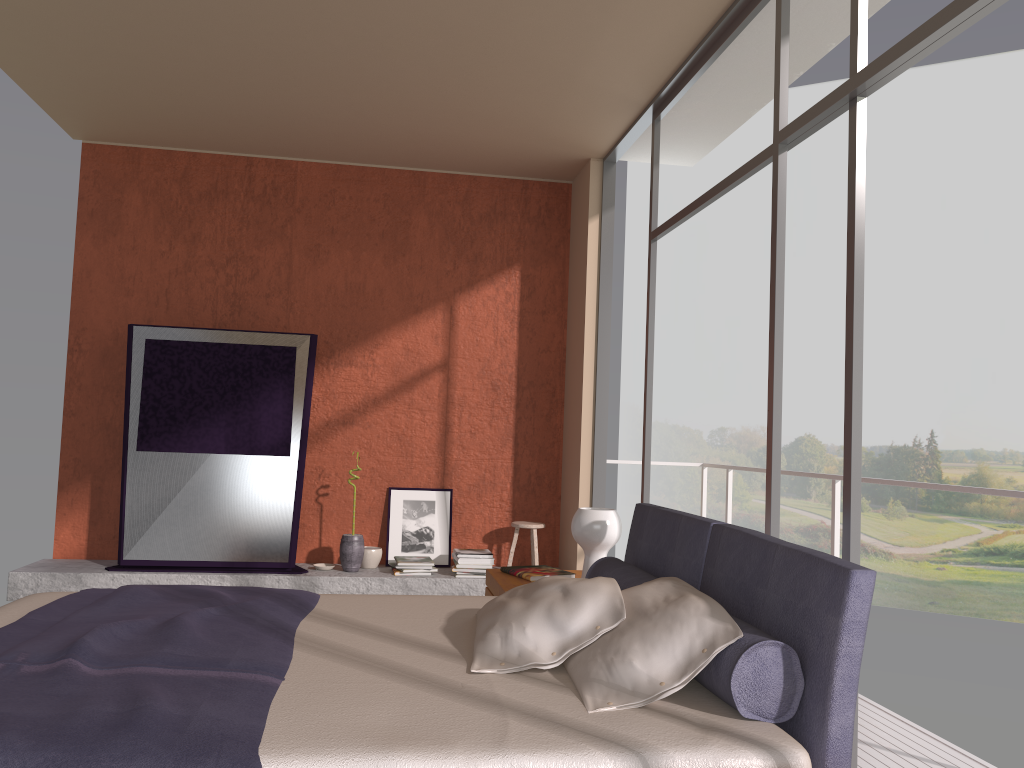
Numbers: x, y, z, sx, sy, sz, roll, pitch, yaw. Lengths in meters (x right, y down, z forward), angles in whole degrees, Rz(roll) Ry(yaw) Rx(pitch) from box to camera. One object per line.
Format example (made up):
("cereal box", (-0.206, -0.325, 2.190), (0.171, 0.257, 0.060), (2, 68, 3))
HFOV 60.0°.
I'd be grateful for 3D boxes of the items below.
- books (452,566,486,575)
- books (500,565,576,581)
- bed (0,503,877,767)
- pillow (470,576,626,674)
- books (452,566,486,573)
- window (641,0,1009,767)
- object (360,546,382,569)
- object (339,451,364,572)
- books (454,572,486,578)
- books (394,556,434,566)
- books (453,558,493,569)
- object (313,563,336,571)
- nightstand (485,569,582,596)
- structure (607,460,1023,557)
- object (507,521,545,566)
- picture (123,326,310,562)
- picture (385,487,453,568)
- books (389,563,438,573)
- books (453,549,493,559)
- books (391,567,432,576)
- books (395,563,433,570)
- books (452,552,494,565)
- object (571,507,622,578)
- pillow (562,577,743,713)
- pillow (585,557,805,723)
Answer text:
("books", (-0.272, 1.271, 6.053), (0.247, 0.018, 0.287), (3, -4, -9))
("books", (0.120, 0.885, 4.155), (0.247, 0.025, 0.287), (4, -4, -28))
("bed", (-0.535, 0.862, 2.621), (2.462, 0.959, 2.017), (3, -4, -9))
("pillow", (0.099, 0.720, 2.800), (0.431, 0.264, 0.869), (2, -4, -1))
("books", (-0.271, 1.248, 6.030), (0.247, 0.025, 0.287), (2, -4, 2))
("window", (1.231, -0.190, 2.101), (0.075, 3.133, 6.106), (3, -4, -9))
("object", (-0.993, 1.207, 6.153), (0.179, 0.137, 0.180), (2, -4, 4))
("object", (-1.068, 0.857, 5.989), (0.165, 0.810, 0.165), (1, -4, 15))
("books", (-0.272, 1.289, 6.046), (0.247, 0.018, 0.328), (3, -4, -7))
("books", (-0.666, 1.200, 6.017), (0.247, 0.018, 0.328), (3, -4, -12))
("books", (-0.269, 1.222, 6.051), (0.247, 0.027, 0.328), (3, -4, -7))
("object", (-1.270, 1.243, 5.992), (0.152, 0.040, 0.152), (0, -4, 26))
("nightstand", (0.188, 1.172, 4.036), (0.562, 0.556, 0.628), (3, -4, -9))
("structure", (1.559, 0.821, 2.292), (0.728, 1.005, 7.689), (3, -4, -9))
("object", (0.120, 1.156, 6.256), (0.257, 0.349, 0.260), (5, -5, -39))
("picture", (-1.936, 0.391, 5.789), (1.129, 1.496, 0.126), (3, -4, -9))
("picture", (-0.659, 1.020, 6.319), (0.458, 0.550, 0.117), (3, -4, -9))
("books", (-0.671, 1.244, 6.023), (0.247, 0.018, 0.328), (4, -4, -24))
("books", (-0.267, 1.159, 6.060), (0.247, 0.025, 0.287), (3, -4, -9))
("books", (-0.683, 1.266, 6.012), (0.247, 0.025, 0.287), (3, -4, -12))
("books", (-0.664, 1.221, 6.011), (0.247, 0.025, 0.287), (3, -4, -6))
("books", (-0.268, 1.189, 6.053), (0.247, 0.038, 0.319), (3, -4, -11))
("object", (0.370, 0.720, 3.905), (0.224, 0.338, 0.224), (2, -4, 3))
("pillow", (0.337, 0.700, 2.475), (0.400, 0.265, 0.791), (3, -4, -6))
("pillow", (0.493, 0.734, 2.774), (0.205, 0.201, 1.470), (3, -4, -9))
